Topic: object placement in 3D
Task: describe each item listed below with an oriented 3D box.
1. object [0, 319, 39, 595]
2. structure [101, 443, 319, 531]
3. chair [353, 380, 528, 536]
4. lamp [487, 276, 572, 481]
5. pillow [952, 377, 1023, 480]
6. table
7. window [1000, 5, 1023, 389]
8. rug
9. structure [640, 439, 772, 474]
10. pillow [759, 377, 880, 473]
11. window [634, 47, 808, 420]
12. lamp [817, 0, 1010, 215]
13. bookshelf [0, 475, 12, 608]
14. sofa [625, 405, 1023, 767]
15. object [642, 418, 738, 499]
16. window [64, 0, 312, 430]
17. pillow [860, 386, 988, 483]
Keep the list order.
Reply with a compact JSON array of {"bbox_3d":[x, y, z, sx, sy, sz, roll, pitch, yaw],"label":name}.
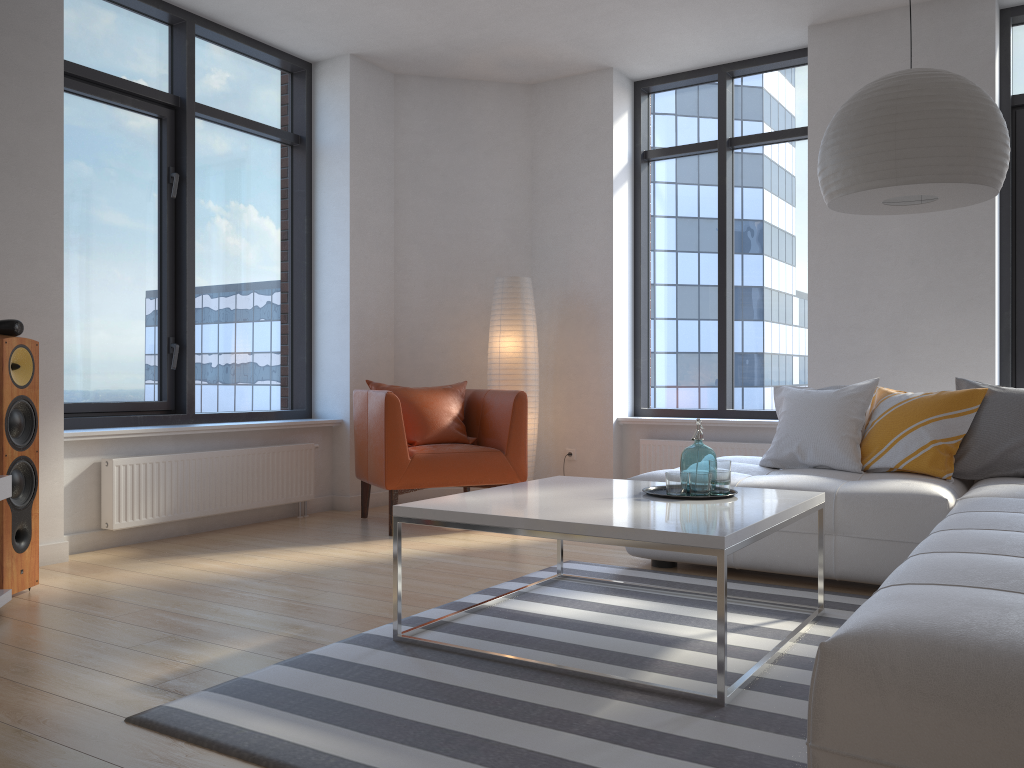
[{"bbox_3d":[-2.130,0.291,3.472,0.434,1.088,0.290,0,0,2],"label":"object"},{"bbox_3d":[-1.647,0.604,5.063,0.110,0.460,1.474,0,0,32],"label":"structure"},{"bbox_3d":[-0.474,0.403,5.366,0.896,0.858,0.843,0,0,-26],"label":"chair"},{"bbox_3d":[0.238,0.060,5.972,0.804,1.550,0.502,0,0,-7],"label":"lamp"},{"bbox_3d":[1.757,0.195,2.674,0.647,0.453,2.953,0,0,20],"label":"pillow"},{"bbox_3d":[0.370,0.605,3.007,1.091,0.435,1.091,0,0,32],"label":"table"},{"bbox_3d":[3.415,-0.966,4.851,1.310,2.402,0.170,0,0,32],"label":"window"},{"bbox_3d":[0.349,0.827,2.745,1.662,0.016,2.326,0,0,32],"label":"rug"},{"bbox_3d":[1.318,0.604,5.782,1.015,0.460,0.110,0,0,32],"label":"structure"},{"bbox_3d":[1.803,0.196,3.616,0.580,0.456,2.156,0,0,-32],"label":"pillow"},{"bbox_3d":[1.468,-0.966,6.077,1.310,2.402,0.170,0,0,32],"label":"window"},{"bbox_3d":[2.550,-0.489,3.574,3.199,2.647,0.710,0,0,-22],"label":"lamp"},{"bbox_3d":[-1.732,-0.191,1.753,0.455,2.052,3.000,0,0,-13],"label":"bookshelf"},{"bbox_3d":[1.347,0.468,2.939,2.614,0.732,3.424,0,0,32],"label":"sofa"},{"bbox_3d":[0.625,0.256,3.123,0.330,0.265,0.330,0,0,-34],"label":"object"},{"bbox_3d":[-1.943,-0.966,5.212,0.170,2.402,1.960,0,0,32],"label":"window"},{"bbox_3d":[1.910,0.215,3.315,0.630,0.440,2.095,0,0,-11],"label":"pillow"}]
